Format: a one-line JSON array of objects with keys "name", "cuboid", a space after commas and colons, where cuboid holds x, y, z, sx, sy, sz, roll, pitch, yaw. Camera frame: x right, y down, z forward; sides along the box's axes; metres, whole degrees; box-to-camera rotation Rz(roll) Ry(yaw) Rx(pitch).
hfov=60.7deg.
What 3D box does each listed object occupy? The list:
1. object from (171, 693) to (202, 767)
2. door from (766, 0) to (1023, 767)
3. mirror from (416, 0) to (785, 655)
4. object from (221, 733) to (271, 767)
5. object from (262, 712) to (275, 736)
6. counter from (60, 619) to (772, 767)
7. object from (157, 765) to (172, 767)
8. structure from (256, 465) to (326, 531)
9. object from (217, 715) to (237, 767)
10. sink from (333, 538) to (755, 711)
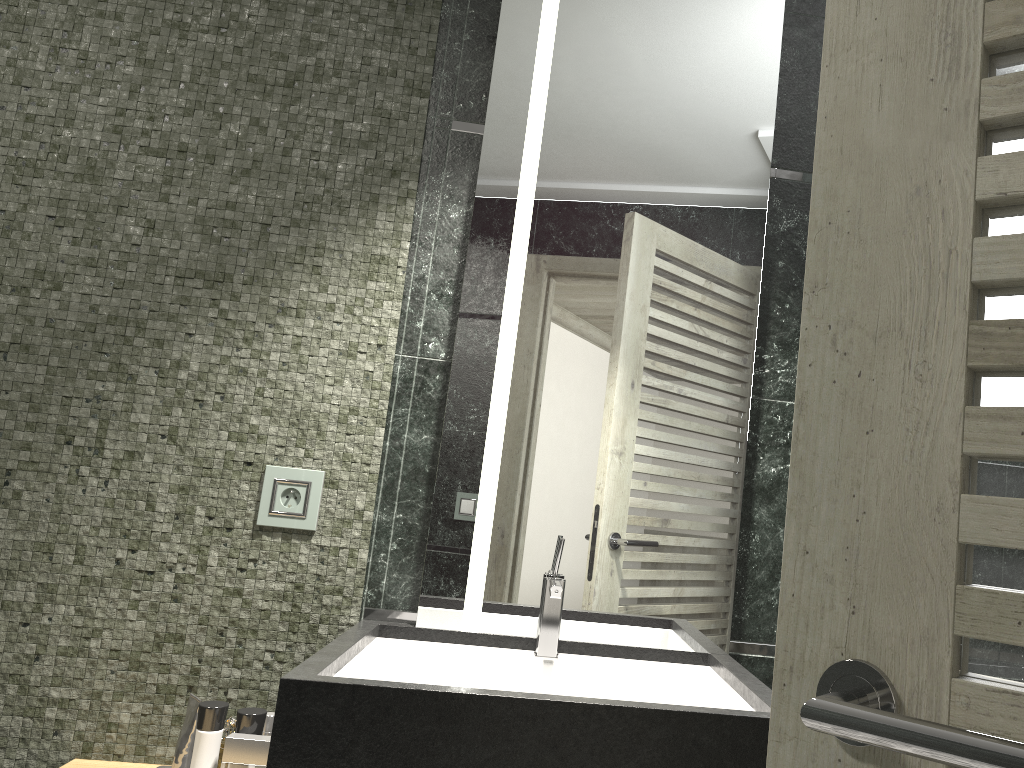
[{"name": "object", "cuboid": [-0.631, 0.694, 1.705, 0.045, 0.163, 0.045, 7, -8, 5]}, {"name": "door", "cuboid": [0.369, 0.167, 0.267, 1.571, 2.524, 0.995, 10, -9, -19]}, {"name": "mirror", "cuboid": [0.235, -0.219, 2.017, 0.688, 1.582, 0.041, 8, -8, -6]}, {"name": "object", "cuboid": [-0.478, 0.706, 1.572, 0.084, 0.137, 0.031, 7, -8, -1]}, {"name": "object", "cuboid": [-0.476, 0.714, 1.679, 0.085, 0.154, 0.031, 8, -8, -4]}, {"name": "counter", "cuboid": [-0.259, 0.999, 1.499, 1.342, 1.055, 0.633, 7, -8, -4]}, {"name": "object", "cuboid": [-0.556, 0.770, 1.615, 0.319, 0.011, 0.313, 6, -7, -1]}, {"name": "structure", "cuboid": [-0.477, 0.245, 1.882, 0.125, 0.129, 0.016, 8, -8, -6]}, {"name": "object", "cuboid": [-0.545, 0.719, 1.709, 0.084, 0.133, 0.057, 7, -8, 2]}, {"name": "sink", "cuboid": [0.073, 0.500, 1.616, 0.731, 0.410, 0.534, 7, -8, -3]}]
